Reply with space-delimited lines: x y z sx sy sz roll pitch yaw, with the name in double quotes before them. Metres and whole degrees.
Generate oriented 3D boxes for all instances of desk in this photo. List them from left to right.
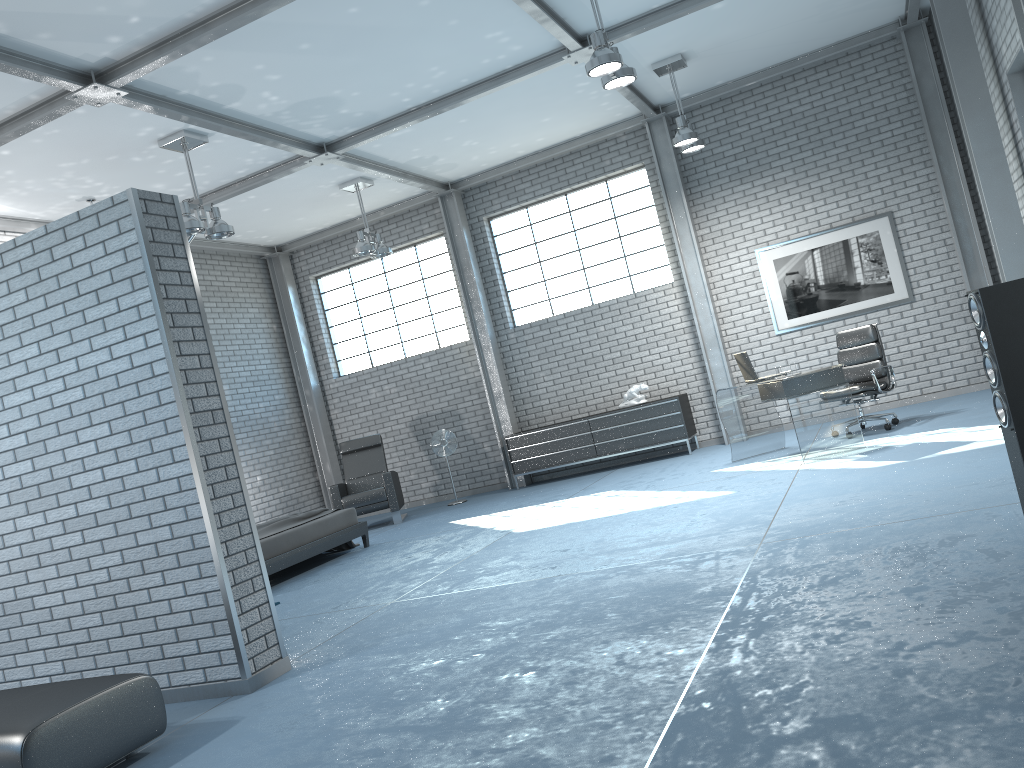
"desk" 2.447 0.291 7.964 0.593 0.718 1.358 -14 -1 -12

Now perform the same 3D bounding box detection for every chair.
"chair" -1.797 1.207 10.908 0.763 1.099 0.940 -14 -1 -2
"chair" 3.212 -0.021 8.353 0.629 0.977 0.614 -13 -2 -38

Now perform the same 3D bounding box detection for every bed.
"bed" -2.822 1.633 8.570 2.261 0.674 2.290 -14 -1 23

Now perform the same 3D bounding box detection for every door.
"door" 3.532 -0.960 5.221 0.300 2.500 2.200 -14 -1 23

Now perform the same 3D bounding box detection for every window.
"window" -1.645 -1.063 12.336 2.200 1.500 0.100 -14 -1 23
"window" 0.857 -1.703 11.255 2.200 1.500 0.100 -14 -1 23

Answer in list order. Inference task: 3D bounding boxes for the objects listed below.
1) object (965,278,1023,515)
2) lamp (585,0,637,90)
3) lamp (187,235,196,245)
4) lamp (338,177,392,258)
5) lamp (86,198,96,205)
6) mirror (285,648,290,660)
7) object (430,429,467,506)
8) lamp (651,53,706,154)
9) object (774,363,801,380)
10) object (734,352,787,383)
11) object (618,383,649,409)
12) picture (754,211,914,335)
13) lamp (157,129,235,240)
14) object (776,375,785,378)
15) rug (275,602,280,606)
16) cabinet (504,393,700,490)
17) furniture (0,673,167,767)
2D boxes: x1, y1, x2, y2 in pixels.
"object" 1.951 0.131 3.276 0.254 1.045 0.159 -14 -1 13
"lamp" 0.612 -2.602 6.299 0.300 0.872 0.639 -14 -1 23
"lamp" -3.654 -1.739 9.975 0.161 0.343 0.137 -14 -1 -7
"lamp" -1.720 -1.932 10.348 0.300 0.872 0.639 -14 -1 23
"lamp" -4.144 -1.652 8.785 0.167 0.332 0.137 -14 -1 13
"mirror" -1.625 1.080 4.776 0.674 0.978 0.165 -14 -1 23
"object" -0.801 1.044 11.210 0.342 0.954 0.258 -14 -1 -12
"lamp" 1.676 -2.801 8.881 0.300 0.872 0.639 -14 -1 23
"object" 2.305 -0.109 7.451 0.100 0.102 0.200 -13 -2 -43
"object" 2.252 -0.178 8.054 0.320 0.288 0.380 -14 -1 -2
"object" 1.454 0.141 10.620 0.151 0.244 0.496 -13 -2 -42
"picture" 3.586 -1.225 9.939 1.490 1.015 0.020 -14 -1 23
"lamp" -2.784 -1.732 7.766 0.300 0.872 0.639 -14 -1 23
"object" 2.324 -0.061 7.692 0.107 0.010 0.044 -13 -2 -34
"rug" -2.850 1.928 6.702 2.060 0.012 0.886 -14 -1 23
"cabinet" 1.077 0.714 10.822 2.250 0.682 0.510 -14 -1 23
"furniture" -2.165 1.482 3.681 1.291 0.301 0.685 -14 -1 23
